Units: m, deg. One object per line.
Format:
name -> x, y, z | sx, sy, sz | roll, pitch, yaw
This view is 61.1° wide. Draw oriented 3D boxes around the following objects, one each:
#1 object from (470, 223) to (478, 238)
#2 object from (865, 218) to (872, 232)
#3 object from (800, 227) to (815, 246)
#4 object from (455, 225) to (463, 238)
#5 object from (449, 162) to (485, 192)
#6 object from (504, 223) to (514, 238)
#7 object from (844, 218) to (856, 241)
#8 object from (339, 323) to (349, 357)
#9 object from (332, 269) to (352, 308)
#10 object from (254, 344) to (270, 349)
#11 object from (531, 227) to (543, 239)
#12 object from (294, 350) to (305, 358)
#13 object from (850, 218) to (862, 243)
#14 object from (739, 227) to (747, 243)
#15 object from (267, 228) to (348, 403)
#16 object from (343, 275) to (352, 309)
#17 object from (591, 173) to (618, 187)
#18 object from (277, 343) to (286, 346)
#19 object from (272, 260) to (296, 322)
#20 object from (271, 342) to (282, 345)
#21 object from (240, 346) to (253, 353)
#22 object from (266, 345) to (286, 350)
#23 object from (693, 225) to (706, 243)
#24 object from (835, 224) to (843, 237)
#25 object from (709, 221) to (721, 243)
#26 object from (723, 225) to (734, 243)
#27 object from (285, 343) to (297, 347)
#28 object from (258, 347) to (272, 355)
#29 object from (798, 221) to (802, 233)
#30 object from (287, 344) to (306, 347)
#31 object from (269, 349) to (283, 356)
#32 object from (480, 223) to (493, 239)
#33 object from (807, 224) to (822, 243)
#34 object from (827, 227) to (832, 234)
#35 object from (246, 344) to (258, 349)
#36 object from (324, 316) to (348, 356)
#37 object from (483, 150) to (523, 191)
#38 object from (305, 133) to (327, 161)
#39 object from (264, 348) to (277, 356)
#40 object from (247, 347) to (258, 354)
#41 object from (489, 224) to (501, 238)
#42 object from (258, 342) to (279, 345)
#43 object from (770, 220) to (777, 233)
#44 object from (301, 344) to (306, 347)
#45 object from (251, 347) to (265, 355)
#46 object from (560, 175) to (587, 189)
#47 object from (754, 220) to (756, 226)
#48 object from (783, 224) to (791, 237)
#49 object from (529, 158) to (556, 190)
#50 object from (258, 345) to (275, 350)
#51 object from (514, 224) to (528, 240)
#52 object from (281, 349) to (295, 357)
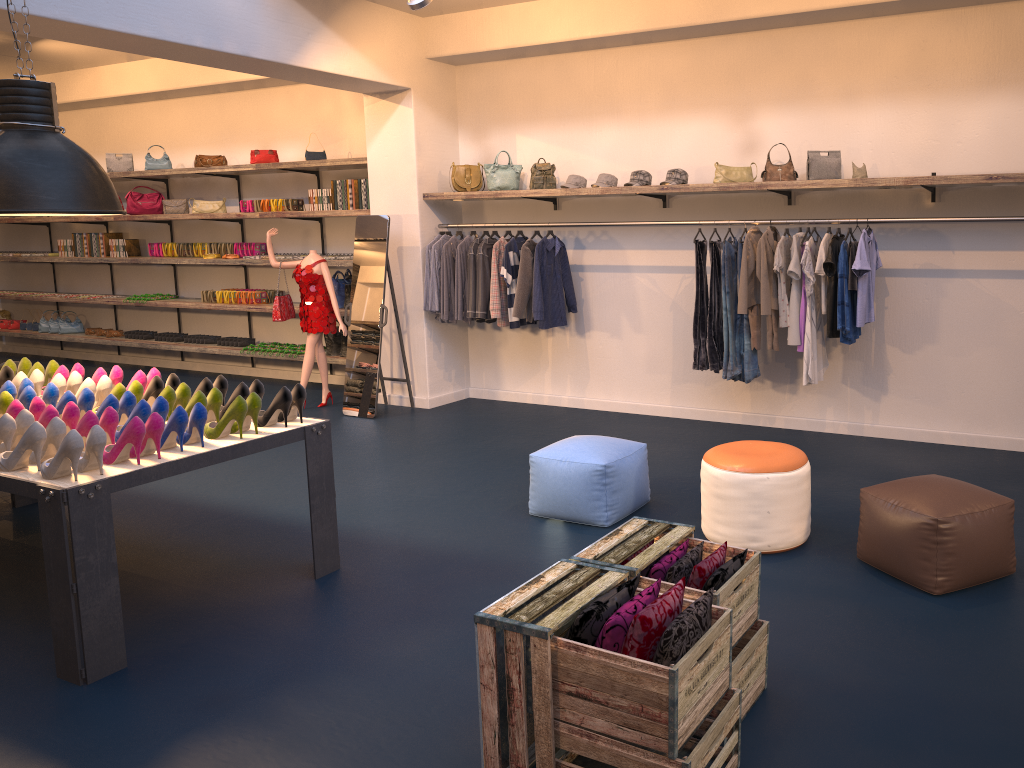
object -> -0.346, -1.332, 7.792 | 0.009, 0.218, 0.465 | 3, 10, 34
object -> 2.548, -1.098, 6.216 | 0.016, 0.177, 0.439 | 3, 10, 35
object -> 2.191, -1.121, 6.416 | 0.013, 0.196, 0.390 | 3, 10, 33
object -> -0.479, -1.343, 7.864 | 0.009, 0.218, 0.465 | 3, 10, 34
object -> -0.394, -1.870, 7.875 | 0.344, 0.281, 0.190 | -6, 9, -30
object -> -0.031, -1.307, 7.636 | 0.009, 0.218, 0.465 | 3, 10, 34
object -> 2.443, -1.089, 6.277 | 0.009, 0.218, 0.466 | 3, 10, 34
object -> -1.608, -0.451, 8.749 | 0.200, 0.336, 0.409 | 5, 11, 39
object -> -1.683, -0.962, 8.724 | 0.410, 0.387, 0.164 | -9, 11, -43
object -> -2.643, -0.399, 9.239 | 0.077, 0.067, 0.257 | 6, 12, 39
object -> 0.216, -1.282, 7.492 | 0.009, 0.218, 0.465 | 3, 10, 34
object -> -2.149, -0.309, 8.862 | 0.078, 0.057, 0.251 | 4, 11, 29
object -> 2.485, -1.102, 6.248 | 0.016, 0.177, 0.439 | 3, 10, 35
object -> 1.785, -1.166, 6.634 | 0.013, 0.175, 0.251 | 3, 10, 33
object -> -1.826, -0.607, 8.006 | 0.734, 1.652, 0.353 | -1, 7, 7
object -> -1.548, -0.921, 8.637 | 0.200, 0.336, 0.409 | 5, 11, 39
object -> 0.768, -1.693, 7.231 | 0.254, 0.124, 0.174 | -5, 10, -22
object -> -2.488, -0.416, 9.326 | 0.083, 0.072, 0.242 | 1, 10, 12
object -> -2.110, -0.863, 7.996 | 0.088, 0.549, 0.327 | 0, 8, 11
object -> -2.542, -0.426, 9.388 | 0.079, 0.074, 0.248 | 2, 10, 20
object -> -2.810, -0.367, 9.228 | 0.078, 0.057, 0.251 | 4, 11, 29
object -> -2.494, -0.386, 9.157 | 0.078, 0.067, 0.257 | 6, 12, 39
object -> 1.473, -1.193, 6.803 | 0.013, 0.175, 0.251 | 3, 10, 33
object -> 2.375, -1.094, 6.314 | 0.009, 0.218, 0.466 | 3, 10, 35
object -> 1.580, -1.184, 6.745 | 0.013, 0.175, 0.251 | 3, 10, 33
object -> 1.678, -1.176, 6.692 | 0.013, 0.175, 0.251 | 3, 10, 33
object -> -2.392, -0.415, 9.308 | 0.082, 0.067, 0.244 | 1, 10, 13
object -> -2.580, -0.349, 9.112 | 0.078, 0.057, 0.251 | 4, 11, 29
object -> 2.138, -1.124, 6.438 | 0.011, 0.196, 0.325 | 3, 10, 34
object -> -2.293, -0.400, 9.222 | 0.253, 0.053, 0.080 | -6, 10, -27
object -> -2.447, -0.336, 9.031 | 0.078, 0.057, 0.251 | 4, 11, 29
object -> -0.231, -1.321, 7.729 | 0.009, 0.218, 0.465 | 3, 10, 34
object -> 2.228, -1.128, 6.394 | 0.013, 0.175, 0.390 | 3, 10, 33
object -> 2.317, -1.109, 6.342 | 0.008, 0.196, 0.419 | 3, 10, 34
object -> -2.738, -0.401, 9.257 | 0.077, 0.063, 0.257 | 6, 12, 37
object -> -1.742, -0.492, 8.836 | 0.410, 0.387, 0.164 | -9, 11, -43
object -> -0.078, -1.902, 7.759 | 0.392, 0.364, 0.166 | -5, 8, -23
object -> -1.936, -2.329, 8.544 | 0.216, 0.277, 0.055 | -6, 8, -28
object -> -2.513, -0.340, 9.060 | 0.078, 0.057, 0.251 | 4, 11, 29
object -> -2.729, -0.362, 9.193 | 0.078, 0.057, 0.251 | 4, 11, 29
object -> -0.151, -1.314, 7.685 | 0.009, 0.218, 0.465 | 3, 10, 34
object -> -2.657, -0.432, 9.419 | 0.253, 0.053, 0.080 | -6, 10, -27
object -> 1.950, -1.149, 6.537 | 0.016, 0.177, 0.439 | 3, 10, 35
object -> -2.178, -0.394, 9.191 | 0.079, 0.074, 0.248 | 2, 10, 20
object -> -2.662, -0.353, 9.141 | 0.078, 0.057, 0.251 | 4, 11, 29
object -> 0.522, -1.715, 7.364 | 0.254, 0.124, 0.174 | -5, 10, -22
object -> 1.849, -1.159, 6.597 | 0.016, 0.177, 0.439 | 3, 10, 35
object -> 2.054, -1.121, 6.489 | 0.009, 0.218, 0.465 | 3, 10, 33
object -> 0.231, -1.826, 7.570 | 0.267, 0.282, 0.342 | -8, 11, -40
object -> -2.589, -0.390, 9.177 | 0.079, 0.063, 0.257 | 6, 12, 39
object -> 0.070, -1.299, 7.582 | 0.009, 0.218, 0.465 | 3, 10, 34
object -> -2.298, -0.322, 8.943 | 0.078, 0.057, 0.251 | 4, 11, 29
